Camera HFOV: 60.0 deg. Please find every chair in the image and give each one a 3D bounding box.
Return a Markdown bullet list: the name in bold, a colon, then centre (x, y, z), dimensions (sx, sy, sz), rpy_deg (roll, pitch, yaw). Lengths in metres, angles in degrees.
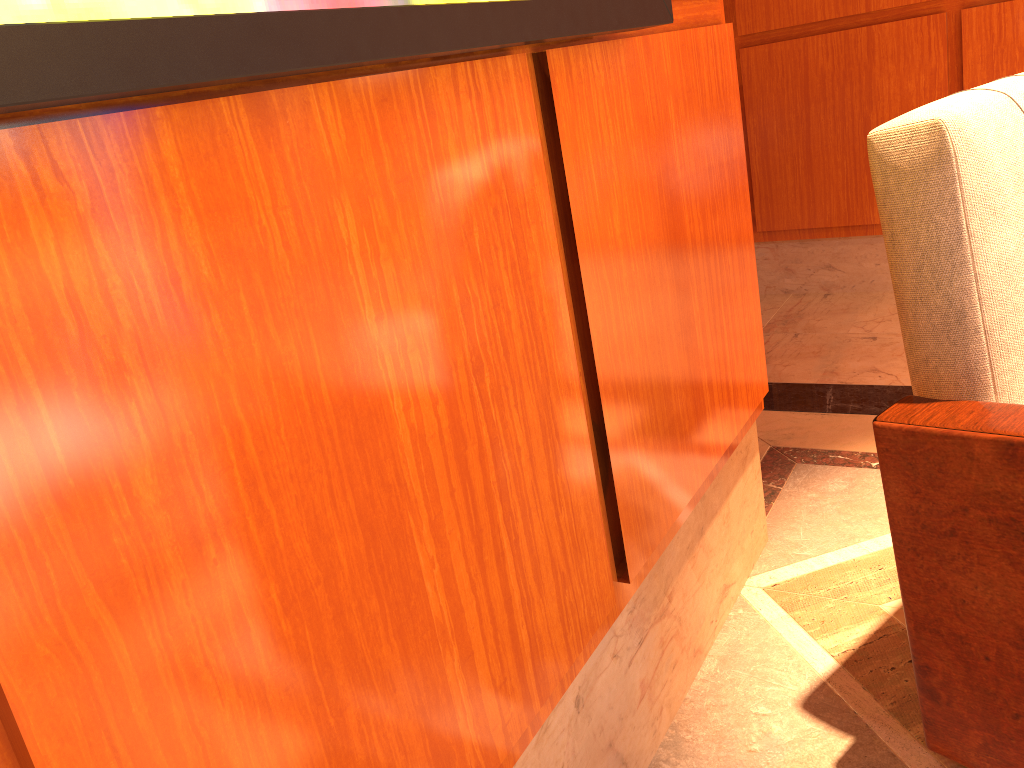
- **chair**: centre (0.950, 0.040, 1.249), dimensions (0.743, 0.950, 0.631), rpy_deg (-24, 22, -35)

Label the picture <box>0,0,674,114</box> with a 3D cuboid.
- **picture**: centre (-0.448, -0.944, 0.208), dimensions (0.056, 1.717, 2.018), rpy_deg (0, 21, 32)
